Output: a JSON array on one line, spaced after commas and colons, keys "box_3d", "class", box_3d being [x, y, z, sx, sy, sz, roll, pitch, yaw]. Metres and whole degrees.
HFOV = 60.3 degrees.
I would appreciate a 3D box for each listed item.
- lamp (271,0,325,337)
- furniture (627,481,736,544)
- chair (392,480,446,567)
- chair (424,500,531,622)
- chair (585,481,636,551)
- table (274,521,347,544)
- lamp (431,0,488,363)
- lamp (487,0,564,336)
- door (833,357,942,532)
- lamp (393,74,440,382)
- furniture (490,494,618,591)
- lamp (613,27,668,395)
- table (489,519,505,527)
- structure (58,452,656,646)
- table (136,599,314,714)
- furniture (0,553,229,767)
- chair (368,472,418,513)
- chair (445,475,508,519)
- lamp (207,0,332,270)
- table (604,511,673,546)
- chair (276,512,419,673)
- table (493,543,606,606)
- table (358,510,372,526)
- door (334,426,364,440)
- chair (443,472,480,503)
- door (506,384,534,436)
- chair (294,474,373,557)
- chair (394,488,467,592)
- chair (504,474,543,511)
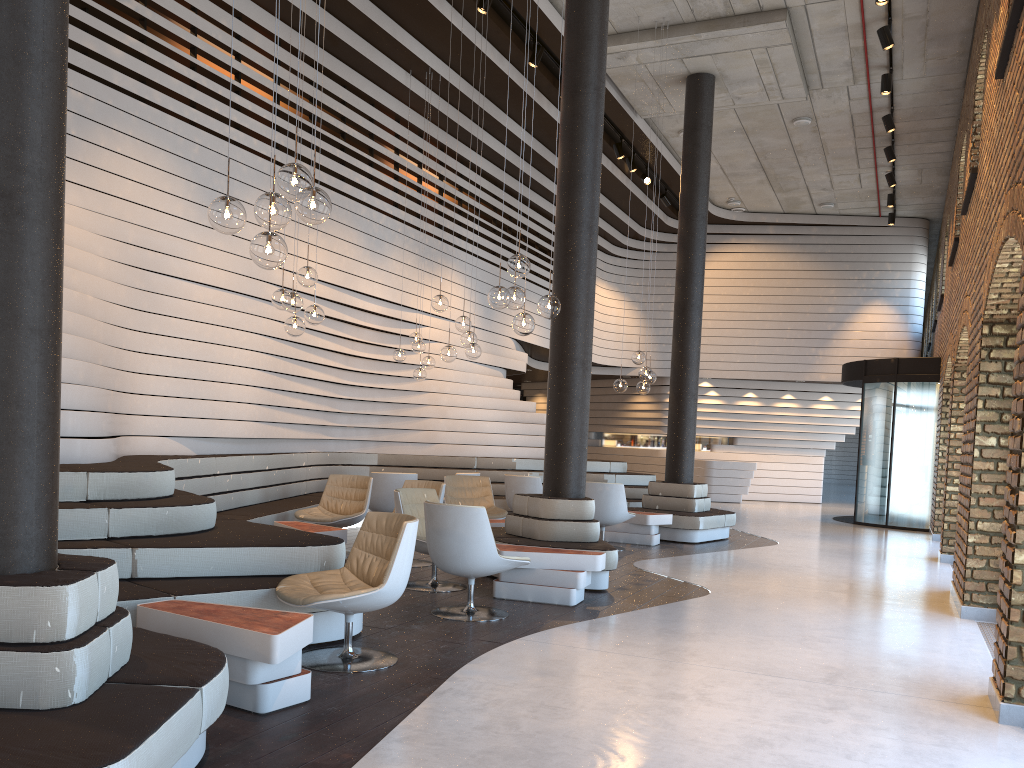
[{"box_3d": [-1.605, -2.721, 7.038, 0.294, 4.693, 0.541, 3, 3, 19], "class": "lamp"}, {"box_3d": [2.281, 1.660, 11.526, 1.766, 0.724, 1.278, 4, -2, -30], "class": "furniture"}, {"box_3d": [-0.985, 1.287, 8.201, 0.658, 0.769, 0.707, 3, 0, 44], "class": "chair"}, {"box_3d": [-0.264, 1.184, 6.014, 0.658, 0.769, 0.707, 3, 0, 42], "class": "chair"}, {"box_3d": [1.049, 1.492, 10.073, 0.658, 0.769, 0.708, 3, 0, 25], "class": "chair"}, {"box_3d": [-1.728, 1.417, 7.637, 0.412, 0.371, 0.909, 3, -2, -33], "class": "table"}, {"box_3d": [-0.456, -2.583, 8.584, 0.310, 4.759, 0.658, 4, 3, 32], "class": "lamp"}, {"box_3d": [0.174, -2.692, 6.214, 0.545, 4.693, 0.292, 3, 3, 9], "class": "lamp"}, {"box_3d": [7.397, 1.122, 15.416, 3.211, 2.862, 3.240, 2, -1, 31], "class": "door"}, {"box_3d": [-1.091, -2.399, 10.686, 0.531, 4.732, 0.332, 2, 3, -14], "class": "lamp"}, {"box_3d": [0.164, 1.339, 7.830, 1.274, 0.724, 1.773, 3, -3, -5], "class": "furniture"}, {"box_3d": [2.479, -1.820, 15.891, 9.055, 4.626, 41.803, 2, -4, 24], "class": "lamp"}, {"box_3d": [-0.094, 1.570, 8.943, 0.903, 0.372, 0.414, 4, -1, -28], "class": "table"}, {"box_3d": [-2.307, 1.114, 7.660, 5.784, 0.930, 18.167, 1, -4, 20], "class": "structure"}, {"box_3d": [-1.246, 1.213, 3.976, 0.908, 0.372, 0.412, 1, -1, 32], "class": "table"}, {"box_3d": [-1.486, 0.952, 2.732, 1.277, 0.724, 1.768, 2, -3, 20], "class": "furniture"}, {"box_3d": [-1.430, 1.389, 10.194, 0.655, 0.769, 0.711, 3, 0, -22], "class": "chair"}, {"box_3d": [-0.421, 1.403, 9.682, 0.654, 0.769, 0.711, 3, 0, -26], "class": "chair"}, {"box_3d": [-1.009, -2.830, 3.919, 0.543, 4.646, 0.274, 2, 3, -14], "class": "lamp"}, {"box_3d": [1.454, 1.750, 10.751, 0.908, 0.372, 0.412, 1, -1, 26], "class": "table"}, {"box_3d": [-0.864, 1.074, 4.646, 0.708, 0.769, 0.657, 3, 0, -29], "class": "chair"}, {"box_3d": [0.223, 1.444, 6.667, 0.907, 0.372, 0.412, 2, -1, 17], "class": "table"}, {"box_3d": [-1.614, 1.651, 11.366, 0.903, 0.372, 0.414, 4, -1, -28], "class": "table"}, {"box_3d": [-2.680, 0.939, 14.599, 0.973, 2.113, 0.162, 3, 3, 24], "class": "door"}, {"box_3d": [-0.768, 1.467, 10.972, 0.712, 0.769, 0.654, 2, 0, 24], "class": "chair"}, {"box_3d": [0.102, 1.354, 24.232, 1.776, 2.711, 0.079, 3, 3, 29], "class": "door"}, {"box_3d": [-1.726, 1.280, 8.627, 0.658, 0.769, 0.707, 3, 0, 31], "class": "chair"}, {"box_3d": [-0.596, 1.231, 7.017, 0.712, 0.769, 0.654, 2, 0, 27], "class": "chair"}, {"box_3d": [0.236, 1.508, 10.926, 0.658, 0.769, 0.707, 3, 0, 40], "class": "chair"}]
